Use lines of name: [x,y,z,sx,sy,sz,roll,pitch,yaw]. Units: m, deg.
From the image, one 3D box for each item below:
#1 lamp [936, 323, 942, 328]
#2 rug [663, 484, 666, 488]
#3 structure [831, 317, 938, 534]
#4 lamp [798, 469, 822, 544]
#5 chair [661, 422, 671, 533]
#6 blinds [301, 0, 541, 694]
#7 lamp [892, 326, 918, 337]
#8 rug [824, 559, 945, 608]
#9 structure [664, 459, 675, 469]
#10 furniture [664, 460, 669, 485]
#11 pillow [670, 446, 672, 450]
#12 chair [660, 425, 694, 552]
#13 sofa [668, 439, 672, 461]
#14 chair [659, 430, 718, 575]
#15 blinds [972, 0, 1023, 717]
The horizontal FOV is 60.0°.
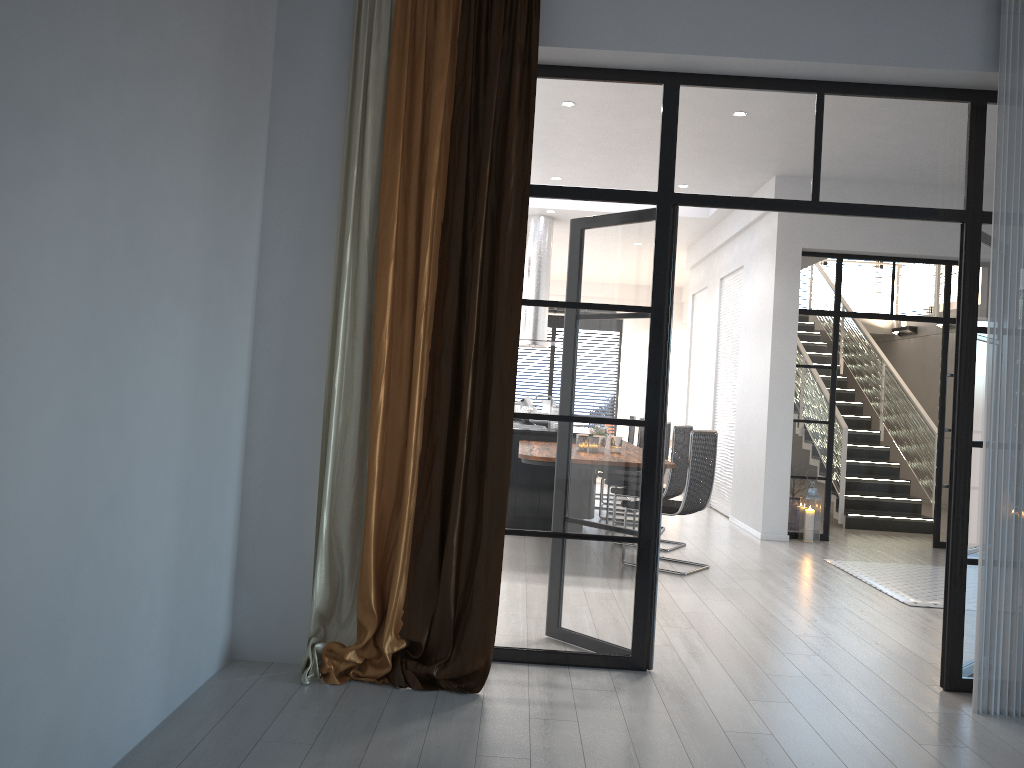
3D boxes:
lamp: [5.910,-0.806,11.927,0.152,0.124,0.567,4,-1,1]
rug: [1.592,1.424,13.732,1.623,0.020,2.518,4,-1,0]
structure: [4.749,-0.196,11.235,2.393,3.605,5.797,4,-1,1]
lamp: [2.752,1.120,8.174,0.148,0.666,0.157,4,-2,1]
chair: [1.173,0.848,8.300,0.537,1.019,0.470,3,-2,16]
blinds: [-0.362,-0.310,3.665,0.811,3.047,0.254,4,-2,0]
lamp: [5.925,-0.791,13.386,0.152,0.124,0.567,4,-1,1]
rug: [3.662,1.480,6.419,2.276,0.020,1.584,4,-1,0]
structure: [0.419,0.871,8.636,1.377,0.888,5.637,4,-1,1]
furniture: [1.822,1.208,12.570,0.699,0.460,0.699,4,-1,-4]
pillow: [3.008,0.915,13.514,0.589,0.392,2.028,4,-1,-11]
chair: [1.173,0.840,7.482,0.537,1.019,0.470,3,-2,31]
sofa: [2.911,1.102,13.467,0.898,0.826,2.092,4,-1,1]
chair: [1.153,0.830,6.545,0.537,1.019,0.470,2,-2,36]
blinds: [2.649,-0.114,3.715,1.301,3.071,0.052,4,-2,1]
